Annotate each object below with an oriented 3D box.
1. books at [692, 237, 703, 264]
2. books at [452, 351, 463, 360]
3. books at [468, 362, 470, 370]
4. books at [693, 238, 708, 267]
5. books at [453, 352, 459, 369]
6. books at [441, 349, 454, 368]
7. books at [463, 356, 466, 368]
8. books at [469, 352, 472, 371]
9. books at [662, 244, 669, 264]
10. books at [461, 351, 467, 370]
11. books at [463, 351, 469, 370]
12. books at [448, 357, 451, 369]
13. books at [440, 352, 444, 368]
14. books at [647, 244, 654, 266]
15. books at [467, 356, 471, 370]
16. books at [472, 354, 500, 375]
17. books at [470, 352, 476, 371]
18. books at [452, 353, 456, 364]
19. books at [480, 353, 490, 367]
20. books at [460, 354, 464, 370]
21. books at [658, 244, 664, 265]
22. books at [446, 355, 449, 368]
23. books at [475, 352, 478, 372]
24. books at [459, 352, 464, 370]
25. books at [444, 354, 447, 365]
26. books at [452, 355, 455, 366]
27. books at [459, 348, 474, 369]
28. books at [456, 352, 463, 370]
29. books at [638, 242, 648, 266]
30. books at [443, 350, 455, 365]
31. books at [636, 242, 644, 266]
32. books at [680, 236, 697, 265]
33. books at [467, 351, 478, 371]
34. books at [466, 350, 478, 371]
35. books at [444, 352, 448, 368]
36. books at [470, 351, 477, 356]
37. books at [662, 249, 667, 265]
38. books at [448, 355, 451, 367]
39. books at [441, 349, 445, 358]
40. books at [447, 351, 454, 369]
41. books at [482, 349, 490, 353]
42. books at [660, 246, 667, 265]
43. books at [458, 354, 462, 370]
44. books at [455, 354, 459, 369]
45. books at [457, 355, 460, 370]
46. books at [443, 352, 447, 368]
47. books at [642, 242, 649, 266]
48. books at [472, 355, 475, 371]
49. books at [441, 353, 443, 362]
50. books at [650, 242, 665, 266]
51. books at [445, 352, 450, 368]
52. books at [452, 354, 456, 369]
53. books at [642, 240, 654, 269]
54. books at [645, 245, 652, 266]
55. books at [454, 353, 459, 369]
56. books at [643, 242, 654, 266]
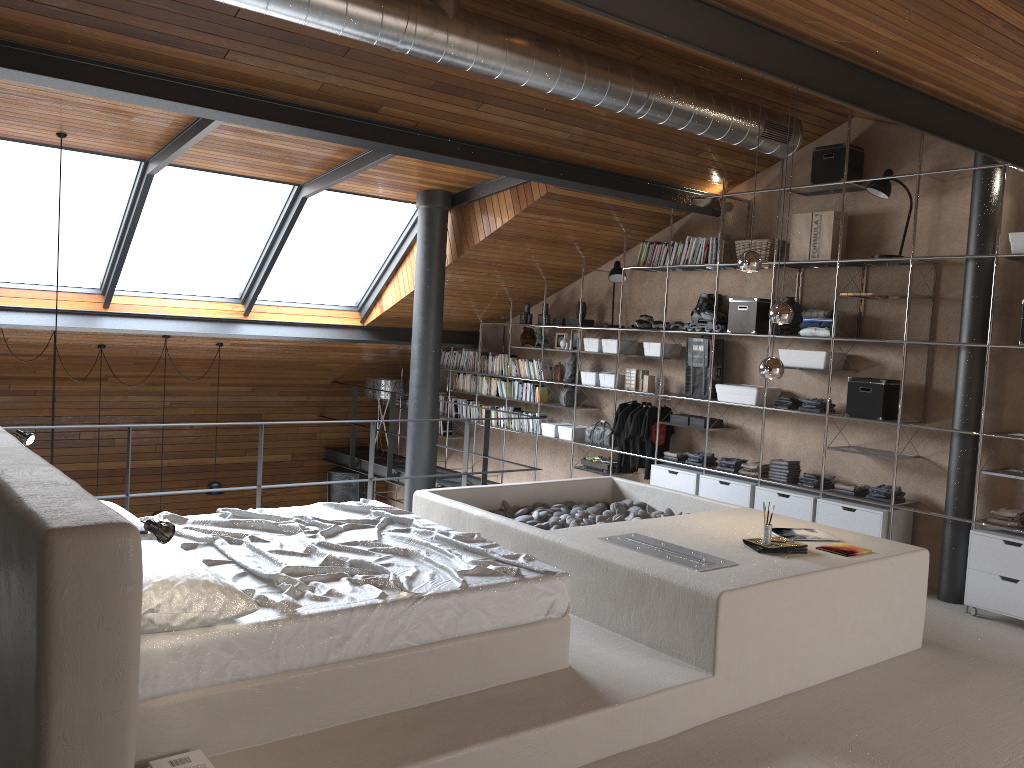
[{"bbox_3d":[1.684,-1.165,7.833,0.191,0.249,0.077,1,4,-38],"label":"books"},{"bbox_3d":[-0.674,-0.292,10.759,0.122,0.227,0.076,1,4,-38],"label":"books"},{"bbox_3d":[-0.444,-0.256,10.504,0.137,0.197,0.063,1,4,-38],"label":"books"},{"bbox_3d":[1.695,-1.162,7.827,0.191,0.244,0.075,1,4,-38],"label":"books"},{"bbox_3d":[-0.636,-0.282,10.728,0.137,0.213,0.068,1,4,-38],"label":"books"},{"bbox_3d":[-0.788,-0.313,10.936,0.143,0.233,0.081,1,4,-38],"label":"books"},{"bbox_3d":[-0.499,-0.266,10.578,0.164,0.214,0.066,1,4,-38],"label":"books"},{"bbox_3d":[-0.435,-0.265,10.479,0.148,0.233,0.053,1,4,-38],"label":"books"},{"bbox_3d":[1.430,-1.167,8.076,0.111,0.194,0.059,1,4,-38],"label":"books"},{"bbox_3d":[-0.524,-0.280,10.568,0.148,0.229,0.073,1,4,-38],"label":"books"},{"bbox_3d":[-0.495,-0.277,10.532,0.148,0.229,0.073,1,4,-38],"label":"books"},{"bbox_3d":[-0.713,-0.271,10.802,0.112,0.173,0.054,1,4,-38],"label":"books"},{"bbox_3d":[-0.803,-0.301,10.967,0.146,0.208,0.071,1,4,-38],"label":"books"},{"bbox_3d":[1.330,-1.188,8.248,0.146,0.208,0.071,1,4,-38],"label":"books"},{"bbox_3d":[-0.461,-0.248,10.510,0.131,0.178,0.057,1,4,-38],"label":"books"},{"bbox_3d":[-0.257,-0.232,10.224,0.131,0.216,0.509,1,4,-38],"label":"books"},{"bbox_3d":[-0.417,-0.264,10.464,0.148,0.234,0.033,1,4,-38],"label":"books"},{"bbox_3d":[-0.674,-0.276,10.748,0.111,0.194,0.059,1,4,-38],"label":"books"},{"bbox_3d":[-0.318,-0.249,10.315,0.129,0.231,0.010,1,4,-38],"label":"books"},{"bbox_3d":[-0.531,-0.268,10.608,0.155,0.212,0.073,1,4,-38],"label":"books"},{"bbox_3d":[1.408,-1.175,8.122,0.125,0.204,0.072,1,4,-38],"label":"books"},{"bbox_3d":[-0.746,-0.273,10.853,0.119,0.169,0.058,1,4,-38],"label":"books"},{"bbox_3d":[-0.366,-0.259,10.409,0.148,0.234,0.013,1,4,-38],"label":"books"},{"bbox_3d":[-0.558,-0.273,10.630,0.117,0.218,0.073,1,4,-38],"label":"books"},{"bbox_3d":[-0.759,-0.290,10.896,0.139,0.199,0.074,1,4,-38],"label":"books"},{"bbox_3d":[-0.669,-0.265,10.746,0.112,0.173,0.054,1,4,-38],"label":"books"},{"bbox_3d":[-0.549,-0.296,10.648,0.143,0.264,0.088,1,4,-38],"label":"books"},{"bbox_3d":[-0.601,-0.278,10.683,0.133,0.215,0.070,1,4,-38],"label":"books"},{"bbox_3d":[1.277,-1.206,8.335,0.169,0.229,0.077,1,4,-38],"label":"books"},{"bbox_3d":[-0.776,-0.307,10.927,0.129,0.226,0.069,1,4,-38],"label":"books"},{"bbox_3d":[1.247,-1.210,8.346,0.148,0.229,0.073,1,4,-38],"label":"books"},{"bbox_3d":[1.584,-1.183,7.929,0.143,0.264,0.088,1,4,-38],"label":"books"},{"bbox_3d":[-0.438,-0.275,10.546,0.191,0.244,0.075,1,4,-38],"label":"books"},{"bbox_3d":[-0.448,-0.278,10.552,0.191,0.249,0.077,1,4,-38],"label":"books"},{"bbox_3d":[-0.760,-0.289,10.867,0.127,0.197,0.063,1,4,-38],"label":"books"},{"bbox_3d":[-0.447,-0.273,10.520,0.148,0.229,0.073,1,4,-38],"label":"books"},{"bbox_3d":[1.429,-1.156,8.068,0.112,0.174,0.054,1,4,-38],"label":"books"},{"bbox_3d":[-0.715,-0.275,10.813,0.117,0.180,0.059,1,4,-38],"label":"books"},{"bbox_3d":[-0.820,-0.313,10.998,0.160,0.228,0.080,1,4,-38],"label":"books"},{"bbox_3d":[-0.703,-0.294,10.831,0.161,0.220,0.074,1,4,-38],"label":"books"},{"bbox_3d":[-0.312,-0.269,10.338,0.143,0.268,0.020,1,4,-38],"label":"books"},{"bbox_3d":[1.418,-1.162,8.094,0.117,0.180,0.059,1,4,-38],"label":"books"},{"bbox_3d":[-0.582,-0.269,10.661,0.123,0.201,0.071,1,4,-38],"label":"books"},{"bbox_3d":[-0.614,-0.269,10.711,0.120,0.186,0.064,1,4,-38],"label":"books"},{"bbox_3d":[-0.592,-0.266,10.676,0.126,0.194,0.064,1,4,-38],"label":"books"},{"bbox_3d":[-0.776,-0.292,10.906,0.127,0.197,0.063,1,4,-38],"label":"books"},{"bbox_3d":[1.297,-1.204,8.301,0.148,0.229,0.073,1,4,-38],"label":"books"},{"bbox_3d":[-0.405,-0.245,10.445,0.143,0.199,0.019,1,4,-38],"label":"books"},{"bbox_3d":[-0.820,-0.299,10.970,0.130,0.202,0.063,1,4,-38],"label":"books"},{"bbox_3d":[1.357,-1.194,8.208,0.129,0.226,0.069,1,4,-38],"label":"books"},{"bbox_3d":[-0.747,-0.288,10.863,0.127,0.197,0.063,1,4,-38],"label":"books"},{"bbox_3d":[-0.648,-0.274,10.741,0.138,0.189,0.065,1,4,-38],"label":"books"},{"bbox_3d":[1.272,-1.220,8.375,0.206,0.249,0.074,1,4,-38],"label":"books"},{"bbox_3d":[1.312,-1.186,8.251,0.130,0.202,0.063,1,4,-38],"label":"books"},{"bbox_3d":[-0.628,-0.277,10.718,0.131,0.202,0.068,1,4,-38],"label":"books"},{"bbox_3d":[1.313,-1.200,8.279,0.160,0.228,0.080,1,4,-38],"label":"books"}]
